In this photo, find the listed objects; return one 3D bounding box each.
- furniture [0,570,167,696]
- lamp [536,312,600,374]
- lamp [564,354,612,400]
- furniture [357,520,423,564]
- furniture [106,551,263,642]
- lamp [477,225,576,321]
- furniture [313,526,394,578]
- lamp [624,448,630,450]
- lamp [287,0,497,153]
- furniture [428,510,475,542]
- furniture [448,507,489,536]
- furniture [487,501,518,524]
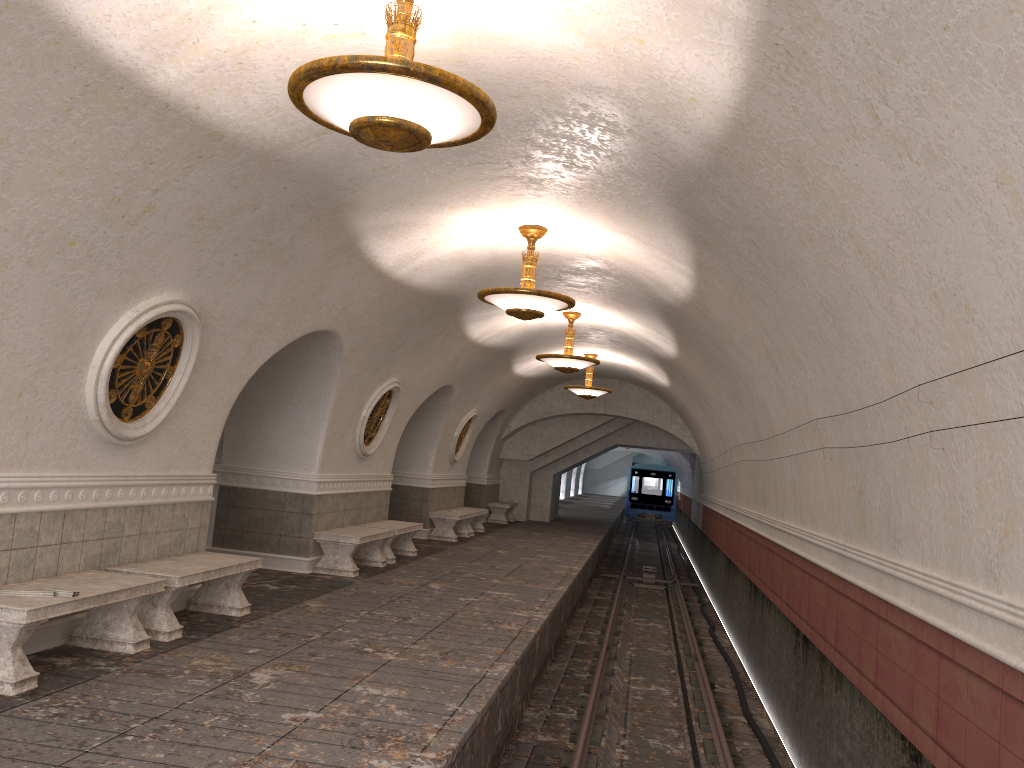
[{"bbox_3d":[-3.003,1.600,5.874,0.613,0.508,1.509,5,-5,9],"label":"furniture"},{"bbox_3d":[0.893,-0.631,13.839,1.008,0.955,1.008,3,-6,25],"label":"lamp"},{"bbox_3d":[1.616,-0.142,18.590,1.008,0.955,1.008,9,-6,-35],"label":"lamp"},{"bbox_3d":[-1.851,2.380,13.450,0.613,0.508,1.509,5,-5,9],"label":"furniture"},{"bbox_3d":[-2.752,1.771,7.528,0.613,0.508,1.509,5,-5,9],"label":"furniture"},{"bbox_3d":[0.171,-1.120,9.091,1.008,0.955,1.008,3,-6,25],"label":"lamp"},{"bbox_3d":[-2.102,2.210,11.796,0.613,0.508,1.509,5,-5,9],"label":"furniture"},{"bbox_3d":[7.116,3.577,54.733,1.008,0.955,1.008,6,-5,-5],"label":"lamp"},{"bbox_3d":[-0.552,-1.609,4.340,1.008,0.955,1.008,6,-5,-7],"label":"lamp"},{"bbox_3d":[-1.210,2.813,17.661,0.613,0.508,1.509,5,-5,9],"label":"furniture"},{"bbox_3d":[-0.958,2.983,19.315,0.613,0.508,1.509,5,-5,9],"label":"furniture"},{"bbox_3d":[-0.267,3.451,23.859,0.613,0.508,1.509,5,-5,9],"label":"furniture"}]
